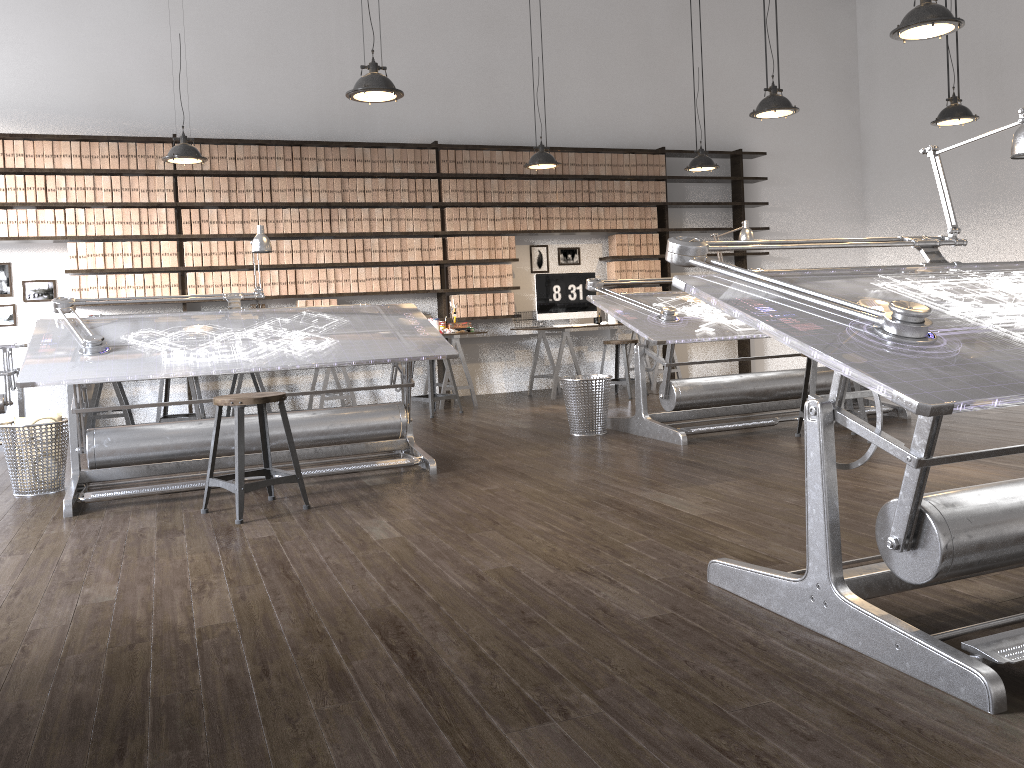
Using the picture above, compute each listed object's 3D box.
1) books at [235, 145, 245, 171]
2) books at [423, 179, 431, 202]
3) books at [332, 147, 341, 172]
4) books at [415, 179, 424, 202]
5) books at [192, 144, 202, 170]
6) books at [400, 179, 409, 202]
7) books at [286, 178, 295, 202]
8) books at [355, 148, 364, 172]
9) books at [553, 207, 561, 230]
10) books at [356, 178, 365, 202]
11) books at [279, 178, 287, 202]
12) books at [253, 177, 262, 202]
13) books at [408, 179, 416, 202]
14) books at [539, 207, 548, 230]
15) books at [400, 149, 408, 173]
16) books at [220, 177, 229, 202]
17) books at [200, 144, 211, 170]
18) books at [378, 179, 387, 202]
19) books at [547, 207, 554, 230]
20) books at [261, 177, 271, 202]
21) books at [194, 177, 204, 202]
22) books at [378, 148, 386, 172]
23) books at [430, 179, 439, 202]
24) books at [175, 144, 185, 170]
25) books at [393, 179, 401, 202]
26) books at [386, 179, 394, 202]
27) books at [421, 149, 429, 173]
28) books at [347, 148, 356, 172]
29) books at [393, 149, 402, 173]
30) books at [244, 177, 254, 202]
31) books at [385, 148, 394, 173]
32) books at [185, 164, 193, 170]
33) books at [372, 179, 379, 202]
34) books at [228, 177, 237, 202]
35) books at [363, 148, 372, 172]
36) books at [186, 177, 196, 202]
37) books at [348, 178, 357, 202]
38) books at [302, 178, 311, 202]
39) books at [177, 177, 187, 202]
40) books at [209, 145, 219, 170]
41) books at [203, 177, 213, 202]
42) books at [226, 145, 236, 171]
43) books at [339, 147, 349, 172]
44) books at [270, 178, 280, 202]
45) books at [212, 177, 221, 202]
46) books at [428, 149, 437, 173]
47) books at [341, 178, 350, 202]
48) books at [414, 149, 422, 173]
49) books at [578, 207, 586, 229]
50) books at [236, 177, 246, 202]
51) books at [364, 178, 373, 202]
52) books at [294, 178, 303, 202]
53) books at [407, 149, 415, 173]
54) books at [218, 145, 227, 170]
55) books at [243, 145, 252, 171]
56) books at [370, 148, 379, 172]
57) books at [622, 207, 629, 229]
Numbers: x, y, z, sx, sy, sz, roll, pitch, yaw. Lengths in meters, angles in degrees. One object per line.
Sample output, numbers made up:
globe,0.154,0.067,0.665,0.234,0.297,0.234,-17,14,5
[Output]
books,-2.396,-1.969,7.780,0.067,0.225,0.175,-4,3,-21
books,-0.826,-1.819,8.404,0.067,0.225,0.175,-4,3,-21
books,-1.619,-2.032,8.088,0.067,0.225,0.175,-4,3,-21
books,-0.893,-1.813,8.372,0.067,0.225,0.175,-4,3,-21
books,-2.724,-1.942,7.648,0.067,0.225,0.175,-4,3,-21
books,-1.029,-1.802,8.319,0.067,0.225,0.174,-4,3,-21
books,-1.997,-1.724,7.936,0.067,0.225,0.175,-4,3,-21
books,-1.421,-2.048,8.160,0.067,0.225,0.175,-4,3,-21
books,0.417,-1.650,8.888,0.067,0.225,0.175,-4,3,-21
books,-1.411,-1.771,8.168,0.067,0.225,0.175,-4,3,-21
books,-2.058,-1.719,7.917,0.067,0.225,0.175,-4,3,-21
books,-2.258,-1.703,7.841,0.067,0.225,0.175,-4,3,-21
books,-0.965,-1.808,8.350,0.067,0.225,0.175,-4,3,-21
books,0.286,-1.640,8.838,0.067,0.225,0.175,-4,3,-21
books,-1.035,-2.079,8.317,0.067,0.225,0.175,-4,3,-21
books,-2.516,-1.682,7.733,0.067,0.225,0.175,-4,3,-21
books,-2.658,-1.948,7.677,0.067,0.225,0.174,-4,3,-21
books,-1.223,-1.786,8.241,0.067,0.225,0.175,-4,3,-21
books,0.353,-1.645,8.871,0.067,0.225,0.175,-4,3,-21
books,-2.186,-1.709,7.864,0.067,0.225,0.175,-4,3,-21
books,-2.704,-1.667,7.660,0.067,0.225,0.175,-4,3,-21
books,-1.226,-2.064,8.242,0.067,0.225,0.175,-4,3,-21
books,-0.755,-1.825,8.429,0.067,0.225,0.175,-4,3,-21
books,-2.852,-1.932,7.602,0.067,0.225,0.175,-4,3,-21
books,-1.097,-1.797,8.297,0.067,0.225,0.174,-4,3,-21
books,-1.163,-1.792,8.271,0.067,0.225,0.175,-4,3,-21
books,-0.845,-2.095,8.393,0.067,0.225,0.174,-4,3,-21
books,-1.488,-2.042,8.133,0.067,0.225,0.175,-4,3,-21
books,-1.093,-2.074,8.292,0.067,0.225,0.175,-4,3,-21
books,-2.322,-1.698,7.811,0.067,0.225,0.174,-4,3,-21
books,-1.160,-2.069,8.264,0.067,0.225,0.175,-4,3,-21
books,-2.791,-1.937,7.621,0.067,0.225,0.175,-4,3,-21
books,-1.287,-1.782,8.221,0.067,0.225,0.175,-4,3,-21
books,-2.456,-1.687,7.763,0.067,0.225,0.175,-4,3,-21
books,-1.355,-2.053,8.189,0.067,0.225,0.174,-4,3,-21
books,-2.771,-1.662,7.638,0.067,0.225,0.175,-4,3,-21
books,-1.478,-1.766,8.146,0.067,0.225,0.175,-4,3,-21
books,-1.864,-1.735,7.993,0.067,0.225,0.174,-4,3,-21
books,-2.837,-1.656,7.615,0.067,0.225,0.174,-4,3,-21
books,-2.595,-1.953,7.706,0.067,0.225,0.174,-4,3,-21
books,-2.638,-1.672,7.688,0.067,0.225,0.175,-4,3,-21
books,-2.462,-1.964,7.752,0.067,0.225,0.175,-4,3,-21
books,-1.549,-2.038,8.114,0.067,0.225,0.175,-4,3,-21
books,-2.119,-1.714,7.896,0.067,0.225,0.175,-4,3,-21
books,-2.580,-1.677,7.713,0.067,0.225,0.175,-4,3,-21
books,-0.778,-2.100,8.415,0.067,0.225,0.174,-4,3,-21
books,-1.544,-1.761,8.123,0.067,0.225,0.174,-4,3,-21
books,-0.911,-2.090,8.367,0.067,0.225,0.175,-4,3,-21
books,0.681,-1.672,8.997,0.067,0.225,0.175,-4,3,-21
books,-2.390,-1.693,7.789,0.067,0.225,0.174,-4,3,-21
books,-1.345,-1.777,8.197,0.067,0.225,0.175,-4,3,-21
books,-1.930,-1.729,7.963,0.067,0.225,0.175,-4,3,-21
books,-0.971,-2.084,8.337,0.067,0.225,0.175,-4,3,-21
books,-2.529,-1.959,7.730,0.067,0.225,0.175,-4,3,-21
books,-2.338,-1.974,7.805,0.067,0.225,0.175,-4,3,-21
books,-1.292,-2.059,8.218,0.067,0.225,0.174,-4,3,-21
books,1.137,-1.708,9.175,0.067,0.225,0.175,-4,3,-21
